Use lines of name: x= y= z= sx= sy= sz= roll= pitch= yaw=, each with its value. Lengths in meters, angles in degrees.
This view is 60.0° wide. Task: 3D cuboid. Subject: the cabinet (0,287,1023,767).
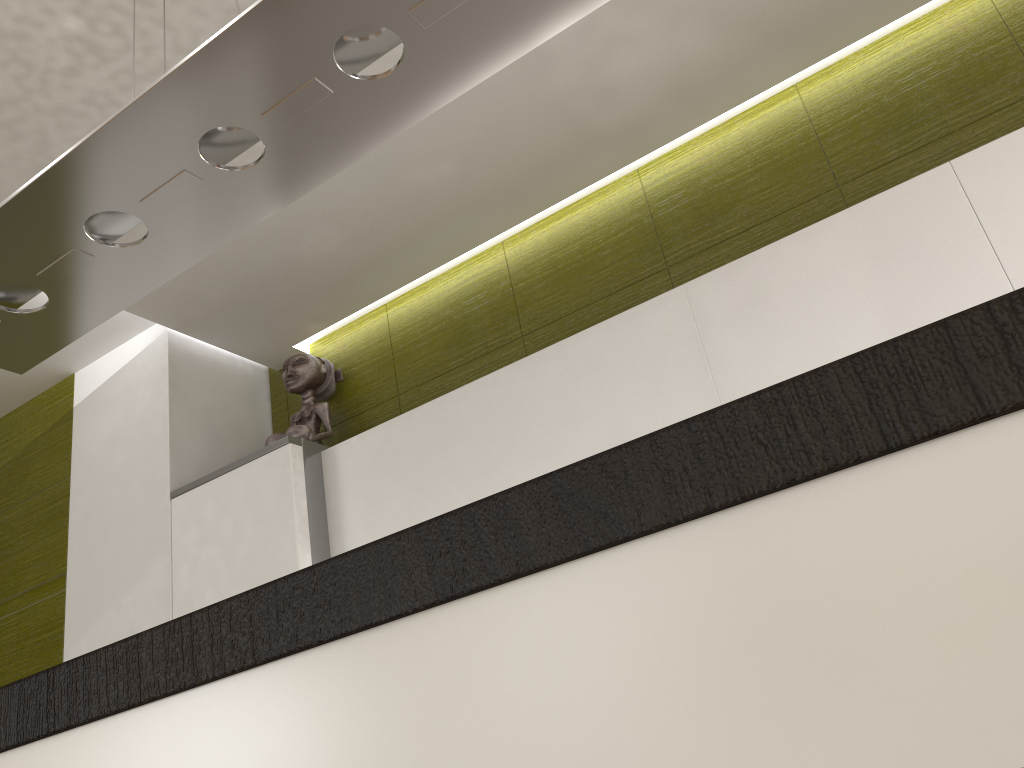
cabinet: x=-0.235 y=0.887 z=0.817 sx=2.947 sy=1.134 sz=0.663 roll=-24 pitch=-28 yaw=25

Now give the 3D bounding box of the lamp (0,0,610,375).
lamp: x=-0.510 y=-0.677 z=1.570 sx=1.677 sy=0.683 sz=0.326 roll=-24 pitch=-28 yaw=25

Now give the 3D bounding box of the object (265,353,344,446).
object: x=-0.740 y=0.099 z=3.083 sx=0.195 sy=0.488 sz=0.304 roll=-23 pitch=-28 yaw=23

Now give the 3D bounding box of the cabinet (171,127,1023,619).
cabinet: x=0.703 y=0.727 z=1.978 sx=3.471 sy=2.089 sz=0.724 roll=-24 pitch=-28 yaw=25
